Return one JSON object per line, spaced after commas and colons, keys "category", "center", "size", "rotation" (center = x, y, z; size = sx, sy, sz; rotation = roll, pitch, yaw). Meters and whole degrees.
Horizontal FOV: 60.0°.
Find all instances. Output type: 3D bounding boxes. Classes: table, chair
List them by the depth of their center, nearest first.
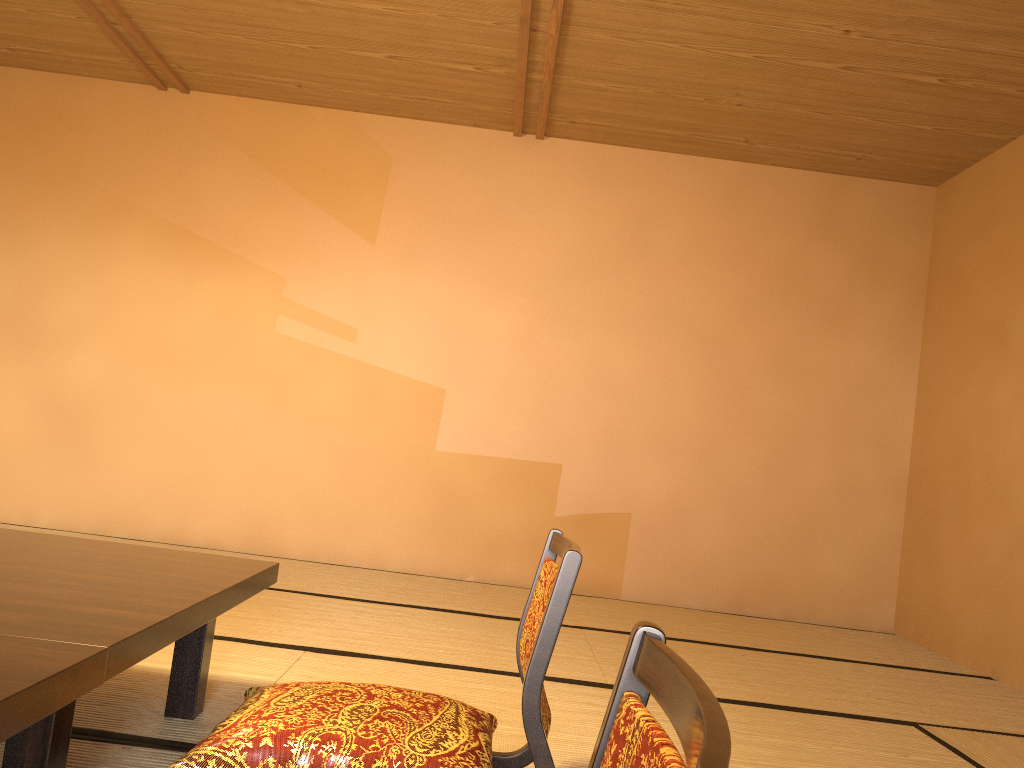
{"category": "chair", "center": [-0.210, 0.456, 0.689], "size": [0.686, 0.546, 0.583], "rotation": [7, -4, 4]}
{"category": "table", "center": [-1.077, 0.447, 0.743], "size": [0.995, 0.356, 0.996], "rotation": [7, -5, 0]}
{"category": "table", "center": [-1.096, 0.526, 1.735], "size": [0.995, 0.356, 0.996], "rotation": [7, -5, 0]}
{"category": "chair", "center": [-0.235, 0.542, 1.774], "size": [0.699, 0.546, 0.583], "rotation": [7, -4, -1]}
